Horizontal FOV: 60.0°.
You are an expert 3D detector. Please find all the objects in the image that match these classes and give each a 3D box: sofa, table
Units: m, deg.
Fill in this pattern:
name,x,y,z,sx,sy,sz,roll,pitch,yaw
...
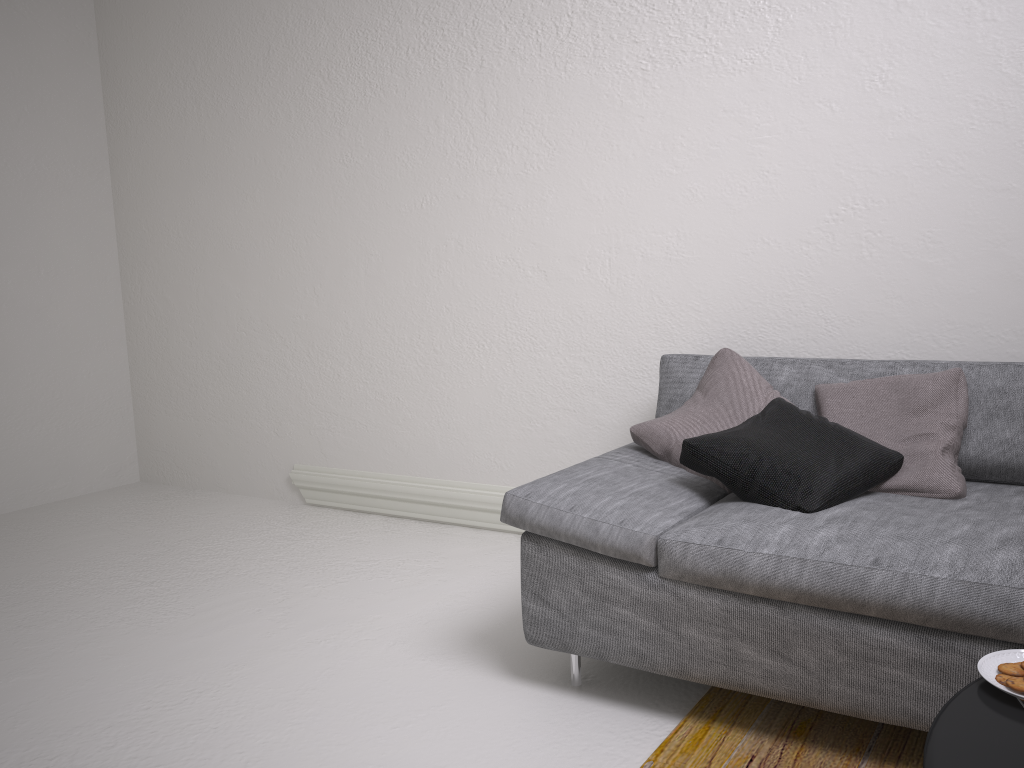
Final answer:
name,x,y,z,sx,sy,sz,roll,pitch,yaw
sofa,1.535,0.369,1.862,3.002,0.773,1.122,2,8,32
table,0.919,0.662,0.881,0.928,0.449,0.960,2,8,30

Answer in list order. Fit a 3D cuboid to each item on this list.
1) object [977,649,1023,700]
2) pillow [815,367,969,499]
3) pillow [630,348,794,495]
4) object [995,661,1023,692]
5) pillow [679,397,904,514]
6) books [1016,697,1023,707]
name,x,y,z,sx,sy,sz,roll,pitch,yaw
object,0.715,0.397,1.185,0.166,0.015,0.169,-1,7,15
pillow,0.981,0.123,2.338,0.415,0.318,0.344,2,8,32
pillow,0.611,0.130,2.554,0.359,0.449,0.469,-7,8,-36
object,0.714,0.384,1.185,0.120,0.036,0.119,-3,7,-6
pillow,0.711,0.200,2.263,0.429,0.268,0.394,-7,8,-37
books,0.791,0.397,1.047,0.302,0.048,0.375,-1,7,12
